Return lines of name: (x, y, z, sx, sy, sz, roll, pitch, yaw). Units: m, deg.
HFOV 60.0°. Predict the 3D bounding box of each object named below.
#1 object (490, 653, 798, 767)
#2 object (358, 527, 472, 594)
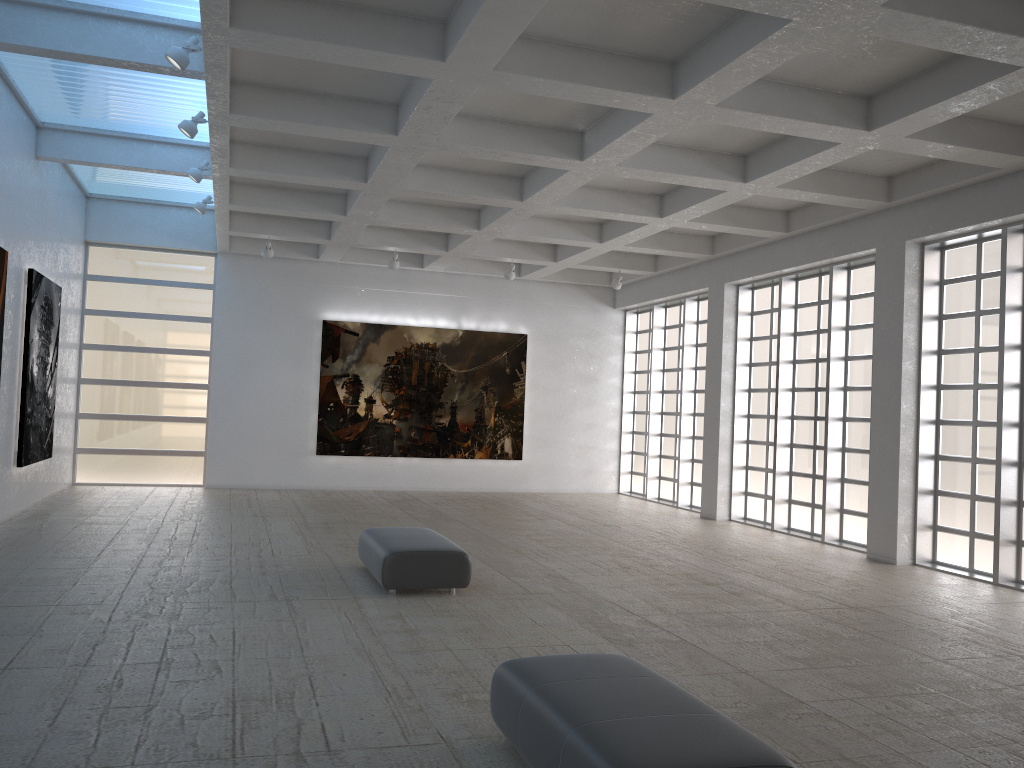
object: (0.982, 3.123, 7.702, 1.616, 0.828, 3.044, 3, -2, -18)
object: (-1.913, 3.281, 16.769, 1.616, 0.828, 3.044, 3, -2, -18)
